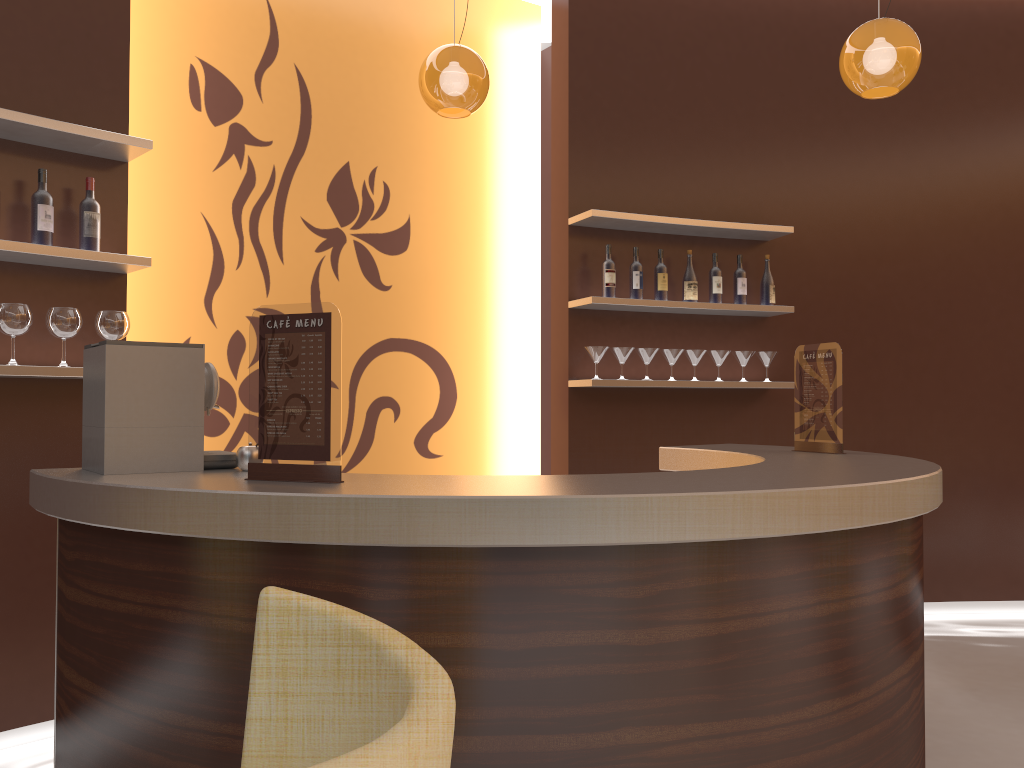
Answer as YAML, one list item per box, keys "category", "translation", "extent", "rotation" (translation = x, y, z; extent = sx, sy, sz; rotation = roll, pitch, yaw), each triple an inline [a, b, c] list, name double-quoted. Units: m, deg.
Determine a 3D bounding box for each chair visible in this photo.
- category: "chair"
  translation: [-0.401, 0.789, 0.889]
  extent: [0.685, 1.017, 0.729]
  rotation: [0, -1, -13]

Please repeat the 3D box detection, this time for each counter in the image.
- category: "counter"
  translation: [0.320, 0.791, 2.638]
  extent: [2.917, 1.100, 1.586]
  rotation: [1, -2, -37]

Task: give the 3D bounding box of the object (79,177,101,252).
- category: "object"
  translation: [-1.579, -0.624, 3.317]
  extent: [0.073, 0.297, 0.073]
  rotation: [0, -1, 18]

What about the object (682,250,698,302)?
- category: "object"
  translation: [0.980, -0.587, 4.890]
  extent: [0.086, 0.303, 0.086]
  rotation: [0, -1, -8]

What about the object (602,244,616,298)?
- category: "object"
  translation: [0.510, -0.587, 4.682]
  extent: [0.073, 0.297, 0.073]
  rotation: [1, -2, -44]

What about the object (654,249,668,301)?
- category: "object"
  translation: [0.808, -0.583, 4.816]
  extent: [0.073, 0.297, 0.073]
  rotation: [0, -1, 6]

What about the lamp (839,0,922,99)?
- category: "lamp"
  translation: [1.440, -1.887, 3.485]
  extent: [0.299, 1.500, 0.299]
  rotation: [-1, -2, 26]

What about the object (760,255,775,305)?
- category: "object"
  translation: [1.451, -0.582, 5.040]
  extent: [0.086, 0.303, 0.086]
  rotation: [0, -2, 23]

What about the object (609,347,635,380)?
- category: "object"
  translation: [0.585, -0.105, 4.717]
  extent: [0.137, 0.174, 0.137]
  rotation: [1, -2, -27]

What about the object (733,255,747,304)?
- category: "object"
  translation: [1.282, -0.578, 4.988]
  extent: [0.073, 0.297, 0.073]
  rotation: [1, -2, -44]

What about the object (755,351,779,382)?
- category: "object"
  translation: [1.449, -0.094, 5.038]
  extent: [0.137, 0.174, 0.137]
  rotation: [1, -1, -16]

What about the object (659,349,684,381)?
- category: "object"
  translation: [0.871, -0.100, 4.834]
  extent: [0.137, 0.174, 0.137]
  rotation: [1, -1, -16]

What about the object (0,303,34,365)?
- category: "object"
  translation: [-1.756, -0.170, 3.123]
  extent: [0.125, 0.221, 0.125]
  rotation: [-1, -2, 33]

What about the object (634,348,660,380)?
- category: "object"
  translation: [0.727, -0.103, 4.780]
  extent: [0.137, 0.174, 0.137]
  rotation: [1, -1, -16]

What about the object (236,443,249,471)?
- category: "object"
  translation: [-0.704, 0.195, 2.385]
  extent: [0.075, 0.077, 0.075]
  rotation: [1, -2, -23]

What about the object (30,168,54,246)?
- category: "object"
  translation: [-1.695, -0.627, 3.199]
  extent: [0.073, 0.297, 0.073]
  rotation: [0, -1, 6]

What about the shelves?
- category: "shelves"
  translation: [-0.487, -0.456, 3.883]
  extent: [4.744, 0.902, 0.586]
  rotation: [1, -2, -34]

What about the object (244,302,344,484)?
- category: "object"
  translation: [-0.508, 0.019, 2.071]
  extent: [0.258, 0.414, 0.052]
  rotation: [0, -1, 22]

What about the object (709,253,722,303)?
- category: "object"
  translation: [1.132, -0.580, 4.937]
  extent: [0.073, 0.297, 0.073]
  rotation: [1, -2, -44]

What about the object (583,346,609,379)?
- category: "object"
  translation: [0.443, -0.107, 4.655]
  extent: [0.137, 0.174, 0.137]
  rotation: [1, -2, -27]

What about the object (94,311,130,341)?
- category: "object"
  translation: [-1.516, -0.163, 3.362]
  extent: [0.125, 0.221, 0.125]
  rotation: [-1, -2, 33]

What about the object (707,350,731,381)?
- category: "object"
  translation: [1.152, -0.097, 4.940]
  extent: [0.137, 0.174, 0.137]
  rotation: [1, -1, -16]

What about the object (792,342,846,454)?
- category: "object"
  translation: [1.165, 0.053, 3.379]
  extent: [0.052, 0.414, 0.258]
  rotation: [1, -2, -23]

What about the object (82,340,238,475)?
- category: "object"
  translation: [-0.953, 0.064, 2.447]
  extent: [0.373, 0.340, 0.270]
  rotation: [1, -2, -37]

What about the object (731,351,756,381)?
- category: "object"
  translation: [1.301, -0.095, 4.989]
  extent: [0.137, 0.174, 0.137]
  rotation: [-1, -2, 33]

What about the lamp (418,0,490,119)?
- category: "lamp"
  translation: [-0.242, -1.884, 3.735]
  extent: [0.299, 1.500, 0.299]
  rotation: [-1, -2, 26]

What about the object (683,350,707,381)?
- category: "object"
  translation: [1.007, -0.098, 4.889]
  extent: [0.137, 0.174, 0.137]
  rotation: [1, -1, -16]

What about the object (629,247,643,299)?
- category: "object"
  translation: [0.665, -0.585, 4.753]
  extent: [0.073, 0.297, 0.073]
  rotation: [1, -2, -44]

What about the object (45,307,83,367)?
- category: "object"
  translation: [-1.641, -0.166, 3.248]
  extent: [0.125, 0.221, 0.125]
  rotation: [-1, -2, 33]
